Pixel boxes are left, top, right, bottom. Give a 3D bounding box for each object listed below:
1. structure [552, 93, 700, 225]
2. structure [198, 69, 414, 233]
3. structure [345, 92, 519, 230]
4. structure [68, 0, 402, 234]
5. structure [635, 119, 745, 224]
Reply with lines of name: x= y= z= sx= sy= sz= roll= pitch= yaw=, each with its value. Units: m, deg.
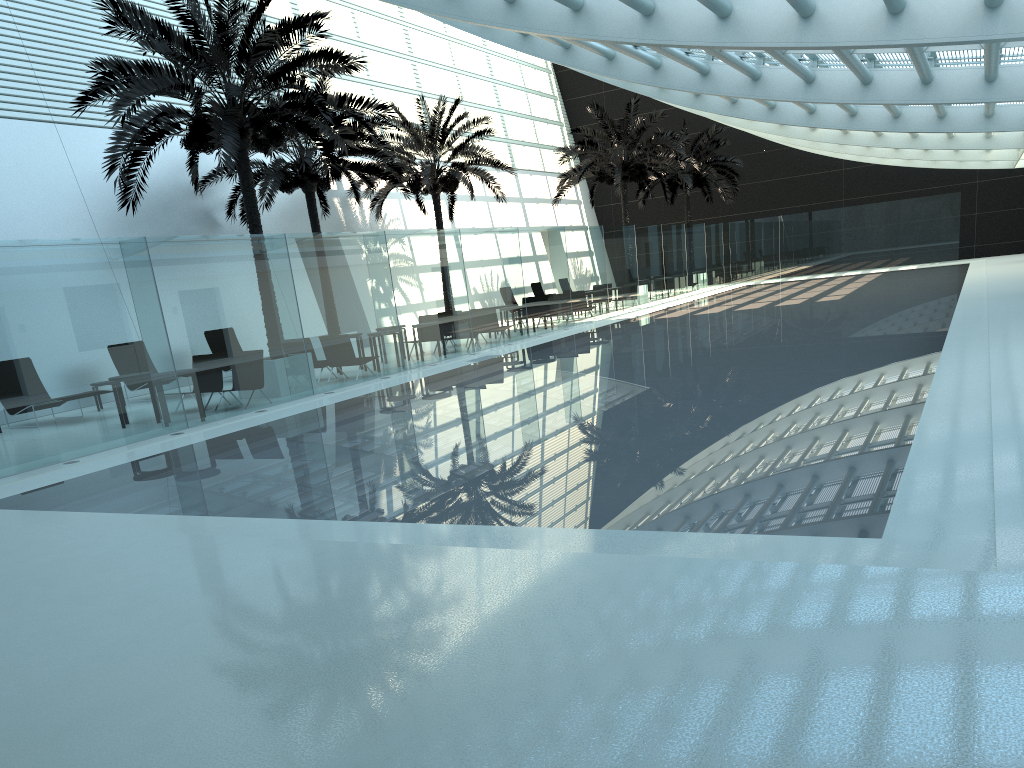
structure: x=4.050 y=-6.395 z=31.015 sx=4.827 sy=7.300 sz=4.257 roll=-1 pitch=15 yaw=21
structure: x=-4.851 y=-3.987 z=21.228 sx=4.652 sy=7.107 sz=4.093 roll=-5 pitch=14 yaw=7
structure: x=-2.300 y=-4.977 z=26.357 sx=4.560 sy=7.170 sz=4.178 roll=-14 pitch=16 yaw=-27
structure: x=-4.675 y=-3.303 z=14.927 sx=4.322 sy=7.299 sz=4.758 roll=-19 pitch=19 yaw=-42
structure: x=7.788 y=-7.712 z=37.846 sx=4.467 sy=7.299 sz=4.602 roll=-5 pitch=14 yaw=7
